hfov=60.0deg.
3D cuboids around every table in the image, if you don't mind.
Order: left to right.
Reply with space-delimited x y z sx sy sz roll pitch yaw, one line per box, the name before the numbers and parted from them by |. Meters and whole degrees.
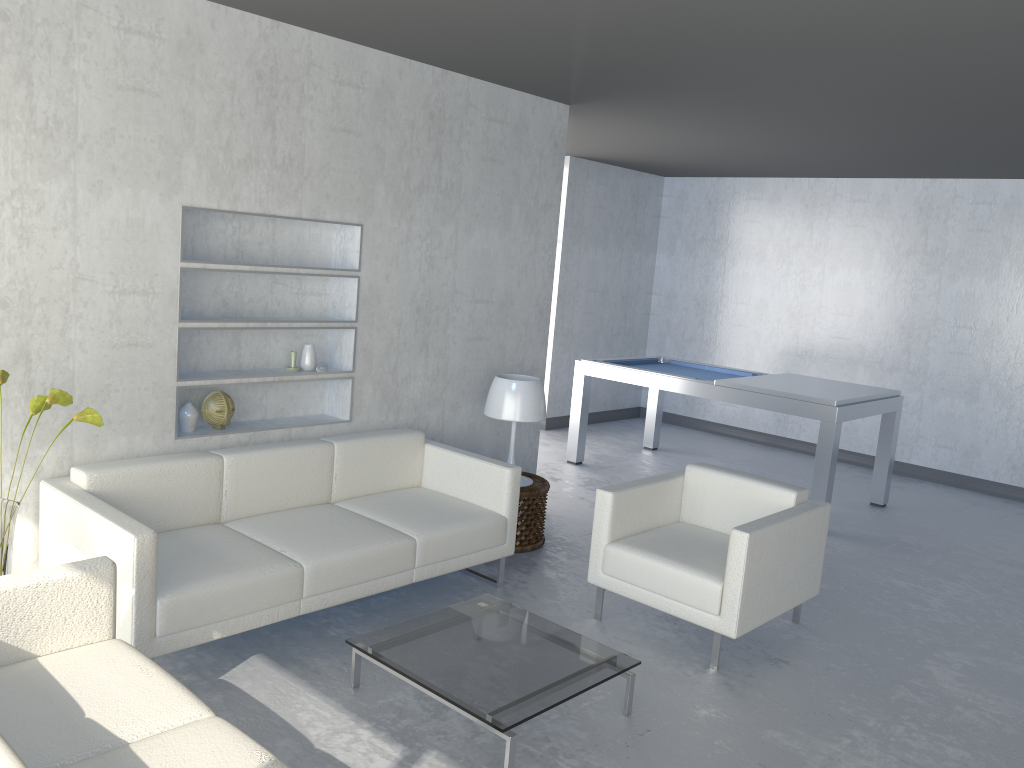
table | -0.071 1.044 3.176 0.773 0.190 0.730 12 11 41
table | -0.026 0.705 4.967 0.452 0.358 0.452 7 9 17
table | 1.627 0.327 6.704 2.095 0.835 1.180 12 11 41

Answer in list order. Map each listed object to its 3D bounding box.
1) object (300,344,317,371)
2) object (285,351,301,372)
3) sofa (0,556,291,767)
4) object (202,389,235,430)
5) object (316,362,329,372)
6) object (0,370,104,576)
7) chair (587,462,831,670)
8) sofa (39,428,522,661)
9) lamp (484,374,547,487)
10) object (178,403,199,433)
object | -1.000 -0.132 4.365 0.079 0.130 0.079 12 11 39
object | -1.063 -0.110 4.309 0.074 0.094 0.074 6 8 6
sofa | -0.818 0.943 1.809 1.881 0.658 0.821 12 11 41
object | -1.319 0.118 4.040 0.088 0.179 0.163 10 10 31
object | -0.931 -0.085 4.368 0.064 0.050 0.064 -3 11 -42
object | -1.634 0.495 3.053 0.400 1.051 0.387 2 9 -20
chair | 0.887 0.763 4.020 0.748 0.662 0.821 12 11 41
sofa | -0.891 0.640 3.842 0.821 0.658 1.881 12 11 41
lamp | 0.011 0.251 4.900 0.347 0.582 0.347 6 8 10
object | -1.440 0.147 3.951 0.086 0.128 0.086 -1 10 -37
